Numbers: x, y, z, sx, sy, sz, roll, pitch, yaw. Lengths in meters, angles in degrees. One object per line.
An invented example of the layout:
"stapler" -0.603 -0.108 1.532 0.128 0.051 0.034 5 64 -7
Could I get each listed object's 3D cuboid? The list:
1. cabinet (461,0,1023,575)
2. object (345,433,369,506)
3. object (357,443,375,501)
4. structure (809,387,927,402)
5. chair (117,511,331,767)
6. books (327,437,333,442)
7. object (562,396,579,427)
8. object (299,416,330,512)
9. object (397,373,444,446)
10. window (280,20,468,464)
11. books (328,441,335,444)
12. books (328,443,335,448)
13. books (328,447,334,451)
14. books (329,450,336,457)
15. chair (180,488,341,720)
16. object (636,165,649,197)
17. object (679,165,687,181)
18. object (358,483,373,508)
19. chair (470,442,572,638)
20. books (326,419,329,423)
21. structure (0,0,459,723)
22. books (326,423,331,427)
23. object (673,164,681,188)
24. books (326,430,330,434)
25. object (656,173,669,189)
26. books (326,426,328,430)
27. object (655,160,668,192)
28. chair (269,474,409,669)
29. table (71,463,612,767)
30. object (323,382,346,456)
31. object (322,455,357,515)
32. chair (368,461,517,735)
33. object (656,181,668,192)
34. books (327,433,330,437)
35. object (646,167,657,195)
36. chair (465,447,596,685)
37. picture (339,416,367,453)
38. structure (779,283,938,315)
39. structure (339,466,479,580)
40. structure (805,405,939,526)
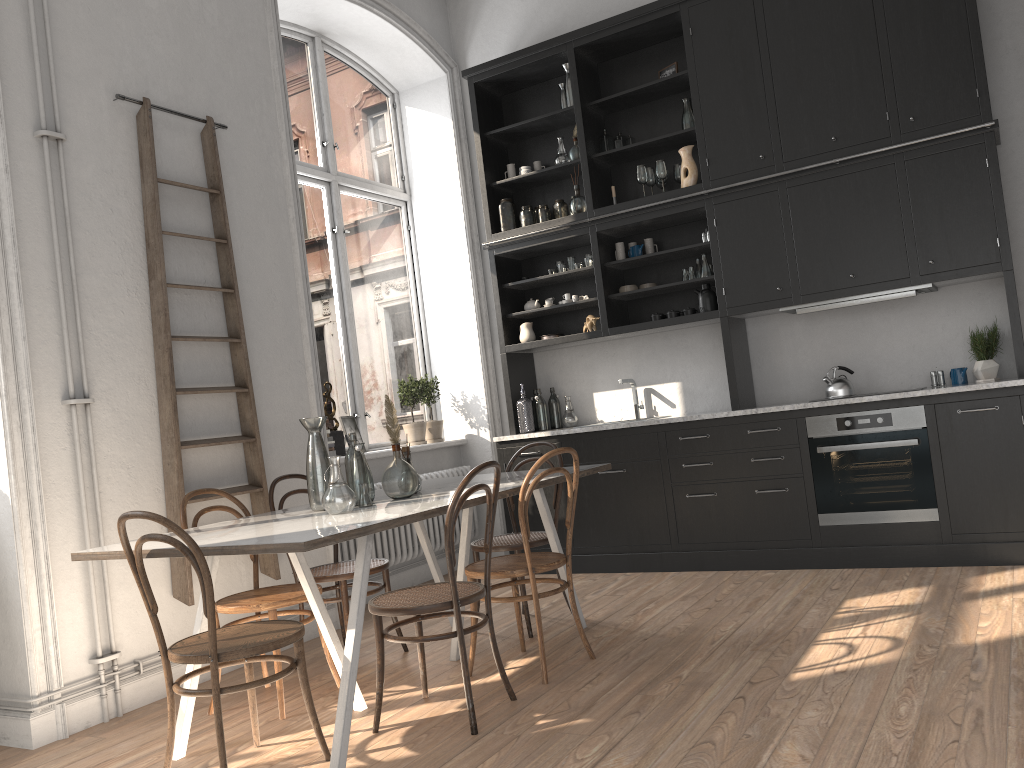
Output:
"cabinet" 1.299 -0.673 5.587 3.252 3.582 0.635 -8 -2 30
"object" -0.648 0.353 3.684 0.086 0.301 0.086 -7 -2 16
"object" -0.651 0.383 3.818 0.100 0.255 0.098 -7 -2 7
"structure" 2.075 0.062 5.167 0.592 0.011 0.427 -8 -3 30
"chair" -0.951 0.835 2.912 0.438 0.920 0.549 -8 -2 38
"books" -1.263 0.358 5.502 0.193 0.028 0.245 -8 -2 25
"object" 0.412 0.199 6.370 0.120 0.219 0.132 -8 -2 30
"object" -0.798 0.329 3.656 0.116 0.383 0.116 -8 -2 41
"object" -0.676 0.184 6.563 0.234 0.524 0.500 -8 -2 19
"window" -1.182 -5.077 13.301 26.411 15.931 14.381 -8 -2 30
"books" -1.258 0.379 5.501 0.193 0.014 0.255 -8 -3 33
"books" -1.248 0.396 5.484 0.175 0.023 0.249 -8 -3 30
"books" -1.245 0.419 5.484 0.175 0.023 0.249 -8 -2 25
"books" -1.243 0.452 5.481 0.192 0.043 0.248 -8 -3 30
"chair" -1.072 0.883 3.758 0.549 0.920 0.438 -8 -2 28
"object" 0.859 -1.316 5.800 0.083 0.221 0.083 -6 -2 -29
"object" 1.120 -1.331 5.775 0.046 0.186 0.046 -7 -2 2
"object" -0.593 0.447 3.565 0.058 0.094 0.058 -6 -2 -32
"chair" 0.039 0.781 4.589 0.438 0.920 0.549 -9 -3 42
"books" -1.277 0.247 5.496 0.231 0.023 0.163 -5 -3 -44
"structure" -1.790 -0.796 4.394 0.340 4.473 5.180 -8 -2 30
"books" -1.270 0.268 5.502 0.174 0.019 0.243 -8 -3 30
"object" 1.115 -1.344 5.882 0.083 0.221 0.083 -8 -2 29
"books" -1.265 0.310 5.511 0.158 0.024 0.222 -8 -3 30
"object" 0.996 -1.331 5.840 0.083 0.221 0.083 -8 -2 29
"books" -1.265 0.288 5.506 0.155 0.022 0.205 -8 -2 25
"object" 0.973 -1.332 5.737 0.083 0.221 0.083 -6 -2 -14
"chair" -0.854 0.878 4.293 0.549 0.920 0.437 -8 -2 37
"table" -0.476 0.881 3.767 1.101 0.779 2.200 -8 -2 30
"object" -1.162 0.227 5.708 0.122 0.488 0.102 -6 -2 -36
"object" -0.667 0.385 3.387 0.132 0.219 0.132 -8 -2 19
"chair" -0.269 0.767 3.283 0.549 0.920 0.438 -8 -2 25
"object" 1.014 -1.328 5.975 0.083 0.221 0.083 -6 -2 -29
"books" -1.259 0.333 5.504 0.155 0.022 0.205 -9 -3 44
"object" 0.925 -1.321 5.881 0.083 0.221 0.083 -8 -2 22
"chair" 0.054 0.747 3.772 0.549 0.920 0.437 -9 -2 41
"picture" -1.090 0.345 5.888 0.149 0.264 0.221 -7 -2 13
"structure" 2.065 -0.519 5.301 0.844 0.123 0.379 -8 -3 30
"structure" -0.725 0.906 5.975 0.194 0.552 1.577 -8 -2 30
"structure" 2.120 0.455 5.149 0.622 0.623 0.618 -8 -2 30
